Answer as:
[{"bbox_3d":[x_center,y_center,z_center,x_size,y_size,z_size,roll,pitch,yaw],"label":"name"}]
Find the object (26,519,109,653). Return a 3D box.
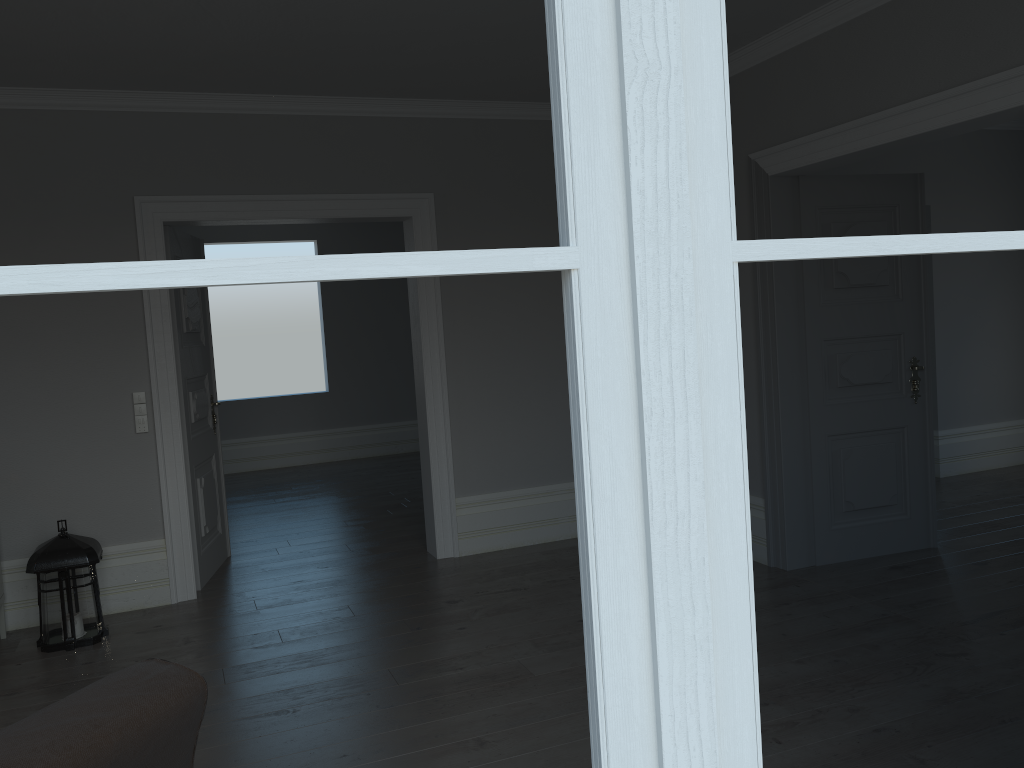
[{"bbox_3d":[-2.158,0.953,4.307,0.323,0.599,0.323,-5,4,-21],"label":"object"}]

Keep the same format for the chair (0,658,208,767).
[{"bbox_3d":[-1.147,0.985,1.543,0.970,0.795,0.807,-2,4,20],"label":"chair"}]

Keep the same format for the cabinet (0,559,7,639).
[{"bbox_3d":[-3.016,0.950,4.039,1.152,0.757,0.408,-5,4,-21],"label":"cabinet"}]
